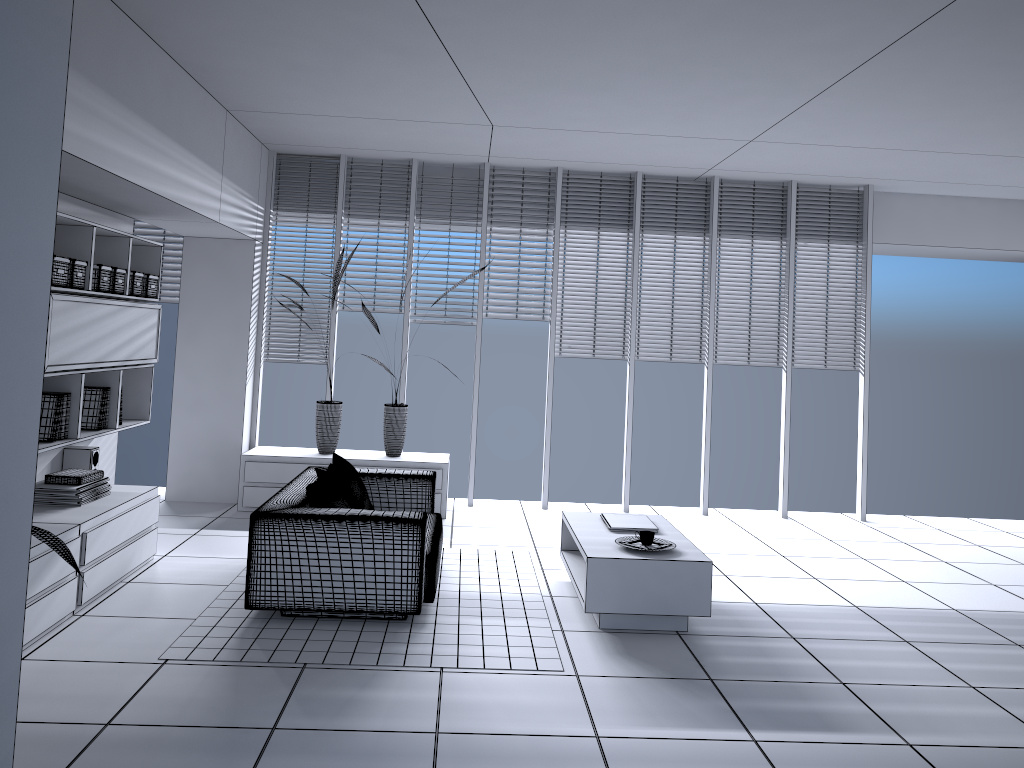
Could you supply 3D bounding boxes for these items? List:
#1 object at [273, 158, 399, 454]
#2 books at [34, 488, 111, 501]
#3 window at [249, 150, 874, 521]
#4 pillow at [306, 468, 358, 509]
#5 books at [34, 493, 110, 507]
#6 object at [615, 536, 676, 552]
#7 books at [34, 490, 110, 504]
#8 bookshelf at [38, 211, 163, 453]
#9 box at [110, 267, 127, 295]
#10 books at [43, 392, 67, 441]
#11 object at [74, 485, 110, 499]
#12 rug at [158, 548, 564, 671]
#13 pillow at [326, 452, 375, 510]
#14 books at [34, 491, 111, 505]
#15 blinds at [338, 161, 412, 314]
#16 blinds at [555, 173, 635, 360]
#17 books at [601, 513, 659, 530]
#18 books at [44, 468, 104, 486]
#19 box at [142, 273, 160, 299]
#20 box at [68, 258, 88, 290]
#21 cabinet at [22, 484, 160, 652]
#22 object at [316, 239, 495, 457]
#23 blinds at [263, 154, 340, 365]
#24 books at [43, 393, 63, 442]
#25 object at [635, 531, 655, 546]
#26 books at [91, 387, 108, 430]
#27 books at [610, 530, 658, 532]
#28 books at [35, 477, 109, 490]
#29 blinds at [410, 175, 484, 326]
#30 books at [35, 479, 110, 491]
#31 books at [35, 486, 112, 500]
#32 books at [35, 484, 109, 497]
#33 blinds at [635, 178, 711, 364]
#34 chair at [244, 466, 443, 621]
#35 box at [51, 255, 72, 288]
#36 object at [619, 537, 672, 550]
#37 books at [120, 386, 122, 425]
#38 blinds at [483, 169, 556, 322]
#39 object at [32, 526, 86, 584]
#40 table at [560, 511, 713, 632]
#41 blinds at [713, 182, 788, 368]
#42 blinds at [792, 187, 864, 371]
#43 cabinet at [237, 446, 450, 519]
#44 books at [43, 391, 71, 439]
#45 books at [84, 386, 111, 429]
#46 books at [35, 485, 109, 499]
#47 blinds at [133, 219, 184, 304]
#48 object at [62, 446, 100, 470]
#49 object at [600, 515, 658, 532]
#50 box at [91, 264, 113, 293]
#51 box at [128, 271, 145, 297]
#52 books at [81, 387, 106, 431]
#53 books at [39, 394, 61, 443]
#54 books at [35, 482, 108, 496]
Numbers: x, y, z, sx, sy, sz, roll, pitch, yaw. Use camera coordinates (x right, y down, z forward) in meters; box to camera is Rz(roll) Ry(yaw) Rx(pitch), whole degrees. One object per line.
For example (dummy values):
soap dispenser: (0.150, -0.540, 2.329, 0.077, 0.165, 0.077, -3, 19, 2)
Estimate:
object: (-1.505, -0.922, 7.663, 1.429, 3.002, 0.491, 2, -3, 26)
books: (-2.513, 0.624, 5.028, 0.285, 0.008, 0.415, 3, 3, -2)
window: (0.507, -0.423, 7.924, 5.500, 3.143, 0.099, 3, -3, -3)
pillow: (-0.987, 0.714, 4.969, 0.340, 0.390, 0.567, 3, 1, -6)
books: (-2.516, 0.653, 5.027, 0.285, 0.008, 0.415, 3, 3, -2)
object: (0.720, 0.871, 4.760, 0.330, 0.024, 0.328, 4, 3, 27)
books: (-2.522, 0.634, 5.016, 0.285, 0.008, 0.415, 3, 3, -2)
bookshelf: (-2.544, -0.288, 4.743, 0.327, 1.255, 2.815, 3, 2, -3)
box: (-2.559, -0.643, 5.448, 0.280, 0.163, 0.178, 3, 0, -3)
books: (-2.592, 0.178, 4.896, 0.207, 0.260, 0.050, 3, -3, -2)
object: (-2.518, 0.605, 5.018, 0.285, 0.008, 0.415, 3, 3, -2)
rug: (-0.719, 1.191, 5.032, 1.797, 0.001, 2.230, 3, 3, -3)
pillow: (-1.016, 0.661, 5.549, 0.300, 0.400, 0.565, 3, 1, -6)
books: (-2.516, 0.644, 5.034, 0.285, 0.008, 0.415, 3, 3, -2)
blinds: (-1.228, -1.327, 7.971, 0.636, 1.372, 0.051, 3, -3, -3)
blinds: (0.763, -1.077, 8.059, 0.714, 1.699, 0.047, 3, -3, -3)
books: (0.710, 0.836, 5.347, 0.285, 0.008, 0.415, 3, 3, -2)
books: (-2.480, 0.528, 5.000, 0.207, 0.050, 0.258, 3, 3, 2)
box: (-2.588, -0.673, 6.018, 0.280, 0.163, 0.216, 3, 1, -3)
box: (-2.529, -0.613, 4.878, 0.280, 0.163, 0.174, 3, 0, -3)
cabinet: (-2.442, 0.918, 4.399, 0.573, 0.450, 2.268, 3, 3, -3)
object: (-0.991, -0.319, 7.329, 1.549, 1.874, 0.689, 3, -3, -8)
blinds: (-1.880, -1.128, 7.925, 0.636, 1.892, 0.057, 3, -3, -3)
books: (-2.585, 0.181, 4.829, 0.207, 0.261, 0.074, 3, -3, -3)
object: (0.724, 0.835, 4.758, 0.096, 0.070, 0.084, 2, 0, -22)
books: (-2.617, 0.149, 5.433, 0.207, 0.261, 0.074, 3, -3, -3)
books: (0.709, 0.850, 5.358, 0.285, 0.008, 0.415, 3, 3, -2)
books: (-2.514, 0.557, 4.987, 0.285, 0.008, 0.415, 3, 3, -2)
blinds: (-0.590, -1.217, 7.996, 0.636, 1.363, 0.057, 3, -3, -3)
books: (-2.508, 0.566, 5.005, 0.285, 0.008, 0.415, 3, 3, -2)
books: (-2.512, 0.615, 5.036, 0.285, 0.008, 0.415, 3, 3, -2)
books: (-2.512, 0.595, 5.003, 0.285, 0.008, 0.415, 3, 3, -2)
blinds: (1.470, -1.045, 8.094, 0.714, 1.699, 0.047, 3, -3, -3)
chair: (-0.895, 0.892, 5.246, 0.959, 0.553, 1.648, 3, 2, -3)
box: (-2.517, -0.601, 4.651, 0.281, 0.163, 0.211, 3, 1, -3)
object: (0.720, 0.865, 4.756, 0.215, 0.012, 0.216, 5, 4, 43)
books: (-2.641, 0.135, 5.732, 0.207, 0.261, 0.074, 3, -3, -3)
blinds: (0.057, -1.271, 8.035, 0.636, 1.383, 0.038, 3, -3, -3)
object: (-2.002, 0.421, 3.207, 1.176, 1.593, 0.249, 2, -3, 29)
table: (0.668, 1.062, 5.100, 0.650, 0.390, 1.200, 3, 2, -3)
blinds: (2.189, -1.013, 8.129, 0.714, 1.699, 0.047, 3, -3, -3)
blinds: (2.905, -0.980, 8.164, 0.714, 1.699, 0.047, 3, -3, -3)
cabinet: (-1.376, 0.818, 7.404, 1.675, 0.452, 0.596, 3, 1, -3)
books: (-2.594, 0.175, 4.948, 0.207, 0.260, 0.050, 3, -3, -3)
books: (-2.623, 0.146, 5.500, 0.207, 0.260, 0.050, 3, -3, -2)
books: (-2.512, 0.604, 4.996, 0.285, 0.008, 0.415, 3, 3, -2)
blinds: (-3.130, -1.416, 7.910, 0.636, 1.383, 0.038, 3, -3, -3)
object: (-2.677, 0.511, 5.474, 0.177, 0.233, 0.119, 3, -2, -3)
object: (0.700, 0.843, 5.346, 0.285, 0.008, 0.415, 3, 3, -2)
box: (-2.547, -0.632, 5.226, 0.280, 0.163, 0.178, 3, 0, -3)
box: (-2.574, -0.659, 5.750, 0.280, 0.163, 0.178, 3, 0, -3)
books: (-2.614, 0.151, 5.401, 0.207, 0.261, 0.074, 3, -3, -3)
books: (-2.583, 0.183, 4.797, 0.207, 0.261, 0.074, 3, -3, -3)
books: (-2.518, 0.586, 4.986, 0.285, 0.008, 0.415, 3, 3, -2)
